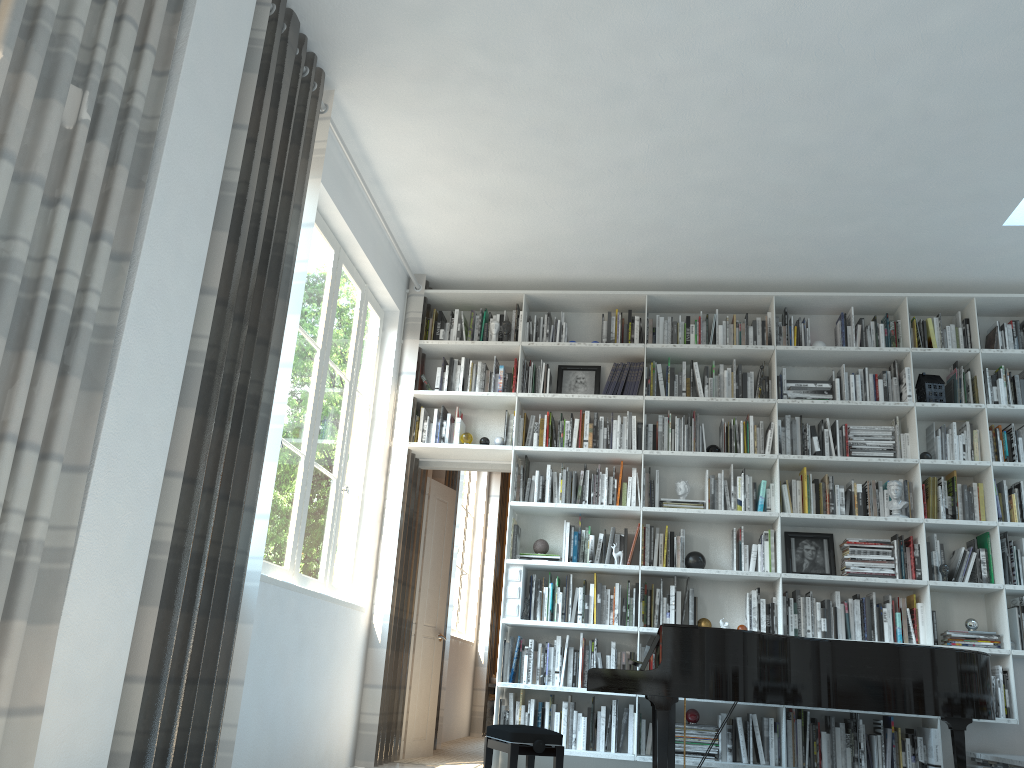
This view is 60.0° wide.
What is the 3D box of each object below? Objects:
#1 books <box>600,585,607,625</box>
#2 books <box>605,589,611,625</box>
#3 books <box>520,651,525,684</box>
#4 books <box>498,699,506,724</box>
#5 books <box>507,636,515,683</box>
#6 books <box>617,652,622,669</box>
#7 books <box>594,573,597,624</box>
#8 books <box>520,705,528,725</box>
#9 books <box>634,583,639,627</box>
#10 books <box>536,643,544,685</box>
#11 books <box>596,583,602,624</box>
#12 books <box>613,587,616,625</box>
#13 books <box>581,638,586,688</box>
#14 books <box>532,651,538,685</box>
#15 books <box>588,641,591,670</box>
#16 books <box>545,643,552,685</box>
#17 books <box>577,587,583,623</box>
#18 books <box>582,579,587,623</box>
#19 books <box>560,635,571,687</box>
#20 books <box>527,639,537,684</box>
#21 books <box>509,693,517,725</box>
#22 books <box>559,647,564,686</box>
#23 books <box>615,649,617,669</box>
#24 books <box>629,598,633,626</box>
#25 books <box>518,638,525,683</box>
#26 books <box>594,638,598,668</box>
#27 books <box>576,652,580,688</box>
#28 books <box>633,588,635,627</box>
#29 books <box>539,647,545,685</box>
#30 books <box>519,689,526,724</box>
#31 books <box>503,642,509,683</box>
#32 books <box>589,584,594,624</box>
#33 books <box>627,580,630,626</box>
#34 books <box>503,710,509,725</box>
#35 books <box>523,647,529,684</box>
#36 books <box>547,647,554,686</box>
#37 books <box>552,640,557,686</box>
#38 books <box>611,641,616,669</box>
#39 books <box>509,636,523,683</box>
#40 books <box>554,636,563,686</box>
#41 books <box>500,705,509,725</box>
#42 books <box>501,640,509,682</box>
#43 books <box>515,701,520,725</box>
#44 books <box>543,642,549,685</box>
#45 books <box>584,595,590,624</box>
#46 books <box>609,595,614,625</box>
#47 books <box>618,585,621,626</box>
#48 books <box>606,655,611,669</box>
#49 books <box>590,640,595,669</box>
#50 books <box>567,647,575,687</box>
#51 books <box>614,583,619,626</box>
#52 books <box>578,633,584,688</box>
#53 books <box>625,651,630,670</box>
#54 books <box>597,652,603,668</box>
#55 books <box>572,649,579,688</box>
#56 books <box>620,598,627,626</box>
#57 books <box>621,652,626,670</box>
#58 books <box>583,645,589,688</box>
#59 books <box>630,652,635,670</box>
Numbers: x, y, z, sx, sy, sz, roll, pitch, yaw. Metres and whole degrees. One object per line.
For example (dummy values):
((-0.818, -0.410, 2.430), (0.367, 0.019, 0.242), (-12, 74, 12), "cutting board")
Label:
((0.579, 1.407, 5.602), (0.028, 0.248, 0.159), (1, -19, 8), "books")
((0.607, 1.422, 5.609), (0.025, 0.228, 0.153), (1, -19, 8), "books")
((0.075, 1.779, 5.566), (0.024, 0.197, 0.149), (1, -19, 8), "books")
((-0.066, 2.081, 5.484), (0.012, 0.253, 0.161), (1, -19, 8), "books")
((-0.005, 1.730, 5.562), (0.011, 0.276, 0.190), (1, -19, 8), "books")
((0.664, 1.781, 5.493), (0.030, 0.226, 0.141), (1, -19, 8), "books")
((0.530, 1.373, 5.625), (0.021, 0.321, 0.172), (1, -18, 8), "books")
((0.071, 2.093, 5.447), (0.022, 0.225, 0.155), (1, -19, 8), "books")
((0.788, 1.405, 5.599), (0.024, 0.279, 0.136), (1, -18, 8), "books")
((0.177, 1.761, 5.568), (0.022, 0.247, 0.134), (1, -18, 8), "books")
((0.551, 1.400, 5.604), (0.028, 0.259, 0.181), (1, -19, 8), "books")
((0.648, 1.415, 5.604), (0.010, 0.245, 0.160), (1, -19, 8), "books")
((0.443, 1.736, 5.513), (0.012, 0.294, 0.177), (1, -19, 8), "books")
((0.151, 1.782, 5.560), (0.025, 0.199, 0.137), (1, -19, 8), "books")
((0.486, 1.749, 5.525), (0.013, 0.283, 0.139), (1, -18, 8), "books")
((0.228, 1.748, 5.527), (0.010, 0.251, 0.178), (1, -19, 8), "books")
((0.438, 1.415, 5.626), (0.027, 0.229, 0.159), (1, -19, 8), "books")
((0.460, 1.391, 5.630), (0.014, 0.281, 0.151), (1, -18, 8), "books")
((0.333, 1.727, 5.527), (0.039, 0.306, 0.173), (1, -18, 8), "books")
((0.124, 1.743, 5.555), (0.029, 0.265, 0.172), (1, -19, 8), "books")
((0.006, 2.060, 5.469), (0.044, 0.292, 0.182), (1, -19, 8), "books")
((0.309, 1.768, 5.538), (0.012, 0.232, 0.149), (1, -19, 8), "books")
((0.639, 1.764, 5.465), (0.011, 0.239, 0.175), (1, -19, 8), "books")
((0.752, 1.450, 5.594), (0.023, 0.186, 0.131), (1, -19, 8), "books")
((0.060, 1.743, 5.580), (0.010, 0.272, 0.150), (1, -18, 8), "books")
((0.519, 1.737, 5.507), (0.013, 0.300, 0.173), (1, -18, 8), "books")
((0.416, 1.781, 5.516), (0.013, 0.208, 0.155), (1, -19, 8), "books")
((0.767, 1.416, 5.575), (0.010, 0.239, 0.175), (1, -19, 8), "books")
((0.196, 1.762, 5.529), (0.028, 0.222, 0.189), (1, -19, 8), "books")
((0.059, 2.050, 5.469), (0.011, 0.317, 0.158), (1, -18, 8), "books")
((-0.024, 1.753, 5.574), (0.029, 0.238, 0.155), (1, -19, 8), "books")
((0.507, 1.405, 5.620), (0.026, 0.253, 0.177), (1, -19, 8), "books")
((0.733, 1.392, 5.581), (0.014, 0.285, 0.180), (1, -19, 8), "books")
((-0.028, 2.103, 5.443), (0.029, 0.190, 0.177), (1, -19, 8), "books")
((0.096, 1.762, 5.545), (0.022, 0.220, 0.188), (1, -19, 8), "books")
((0.247, 1.764, 5.533), (0.028, 0.228, 0.158), (1, -19, 8), "books")
((0.272, 1.750, 5.555), (0.013, 0.272, 0.146), (1, -18, 8), "books")
((0.627, 1.749, 5.500), (0.025, 0.287, 0.131), (1, -18, 8), "books")
((0.027, 1.731, 5.567), (0.052, 0.282, 0.173), (1, -19, 8), "books")
((0.291, 1.735, 5.549), (0.027, 0.298, 0.143), (1, -18, 8), "books")
((-0.050, 2.099, 5.476), (0.023, 0.215, 0.159), (1, -19, 8), "books")
((-0.042, 1.750, 5.593), (0.012, 0.253, 0.161), (1, -19, 8), "books")
((0.039, 2.085, 5.463), (0.024, 0.245, 0.143), (1, -19, 8), "books")
((0.217, 1.747, 5.534), (0.013, 0.256, 0.190), (1, -19, 8), "books")
((0.476, 1.436, 5.602), (0.029, 0.181, 0.190), (1, -19, 8), "books")
((0.630, 1.440, 5.603), (0.023, 0.193, 0.140), (1, -19, 8), "books")
((0.681, 1.409, 5.603), (0.013, 0.259, 0.143), (1, -18, 8), "books")
((0.598, 1.791, 5.499), (0.030, 0.202, 0.142), (1, -19, 8), "books")
((0.502, 1.743, 5.512), (0.022, 0.289, 0.138), (1, -18, 8), "books")
((0.368, 1.767, 5.531), (0.031, 0.238, 0.132), (1, -18, 8), "books")
((0.662, 1.400, 5.589), (0.021, 0.264, 0.186), (1, -19, 8), "books")
((0.431, 1.719, 5.512), (0.014, 0.324, 0.171), (1, -18, 8), "books")
((0.714, 1.776, 5.481), (0.026, 0.235, 0.141), (1, -19, 8), "books")
((0.552, 1.778, 5.490), (0.059, 0.215, 0.178), (1, -19, 8), "books")
((0.396, 1.773, 5.521), (0.028, 0.224, 0.134), (1, -19, 8), "books")
((0.705, 1.447, 5.587), (0.041, 0.181, 0.142), (1, -19, 8), "books")
((0.685, 1.768, 5.450), (0.023, 0.227, 0.191), (1, -19, 8), "books")
((0.464, 1.762, 5.521), (0.029, 0.253, 0.153), (1, -19, 8), "books")
((0.740, 1.776, 5.468), (0.030, 0.230, 0.151), (1, -19, 8), "books")
